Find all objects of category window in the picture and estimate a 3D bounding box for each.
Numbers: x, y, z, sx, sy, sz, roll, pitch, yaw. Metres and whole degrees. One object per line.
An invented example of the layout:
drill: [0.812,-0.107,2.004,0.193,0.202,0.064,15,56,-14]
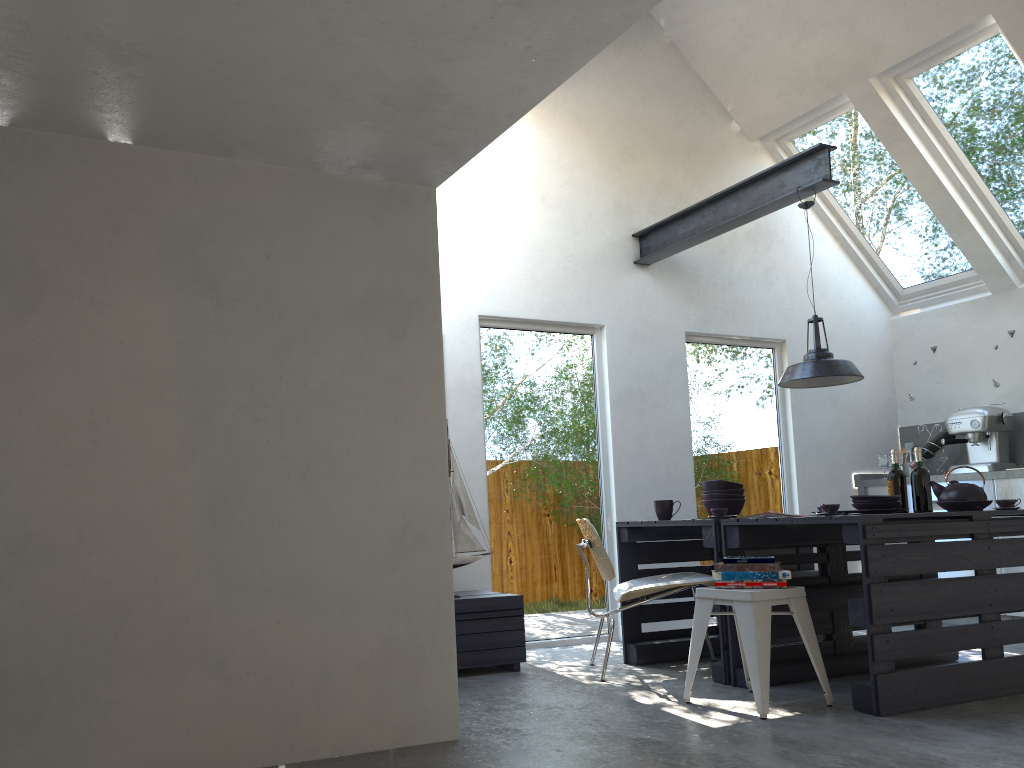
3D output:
window: [2.758,-1.320,6.570,1.417,1.386,0.878,1,-7,-26]
window: [0.218,0.652,5.752,0.940,2.113,0.062,0,-5,-25]
window: [3.260,-1.484,5.669,1.410,1.380,0.878,1,-7,-26]
window: [1.664,0.717,6.431,0.940,2.113,0.062,0,-5,-25]

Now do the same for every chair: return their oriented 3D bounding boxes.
chair: [1.035,1.126,3.749,0.414,0.501,0.446,2,-8,-32]
chair: [0.744,1.108,4.621,0.781,0.813,0.694,-2,-6,3]

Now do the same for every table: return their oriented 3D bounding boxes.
table: [-0.458,1.380,4.819,0.884,0.412,0.554,2,-8,-26]
table: [1.661,1.073,4.499,1.436,0.791,1.694,2,-9,-28]

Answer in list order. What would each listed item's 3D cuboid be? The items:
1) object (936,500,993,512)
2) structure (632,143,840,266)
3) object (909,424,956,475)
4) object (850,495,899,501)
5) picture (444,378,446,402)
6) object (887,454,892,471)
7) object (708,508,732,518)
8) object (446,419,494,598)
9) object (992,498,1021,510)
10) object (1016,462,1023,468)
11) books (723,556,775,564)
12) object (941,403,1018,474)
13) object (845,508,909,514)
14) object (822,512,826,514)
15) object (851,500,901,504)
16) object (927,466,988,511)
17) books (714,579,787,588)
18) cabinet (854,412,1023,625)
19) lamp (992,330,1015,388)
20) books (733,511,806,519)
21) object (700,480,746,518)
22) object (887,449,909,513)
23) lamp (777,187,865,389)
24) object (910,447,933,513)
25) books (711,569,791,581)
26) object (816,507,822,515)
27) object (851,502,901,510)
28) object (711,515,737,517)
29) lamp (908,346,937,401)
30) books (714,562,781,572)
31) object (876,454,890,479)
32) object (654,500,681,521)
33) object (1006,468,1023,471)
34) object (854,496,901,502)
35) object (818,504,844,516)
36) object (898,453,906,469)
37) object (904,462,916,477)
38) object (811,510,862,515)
object: [2.129,0.575,4.113,0.236,0.047,0.224,-4,-9,13]
structure: [1.062,-0.988,5.856,0.130,0.207,2.670,1,-9,-29]
object: [3.113,0.499,6.543,0.334,0.391,0.234,-2,-6,2]
object: [1.879,0.602,4.534,0.218,0.058,0.242,3,-10,-28]
picture: [-0.627,-0.038,5.322,0.450,0.579,0.027,1,-5,-25]
object: [2.918,0.642,6.754,0.104,0.190,0.093,-6,-6,33]
object: [1.070,0.668,4.516,0.109,0.056,0.124,5,-11,-40]
object: [-0.456,0.679,4.799,0.754,0.983,0.148,1,-5,-25]
object: [2.350,0.574,4.159,0.110,0.056,0.124,4,-10,-35]
object: [3.408,0.532,5.743,0.138,0.053,0.285,0,-9,-14]
books: [1.027,0.764,3.791,0.213,0.025,0.139,-5,-9,19]
object: [3.307,0.392,6.213,0.408,0.497,0.378,1,-7,-28]
object: [1.887,0.661,4.524,0.299,0.024,0.295,-2,-9,4]
object: [1.405,0.591,3.982,0.027,0.013,0.133,-1,-9,-4]
object: [1.884,0.625,4.525,0.220,0.062,0.240,2,-9,-23]
object: [2.231,0.524,4.347,0.208,0.231,0.223,1,-7,-26]
books: [1.031,0.858,3.783,0.297,0.035,0.191,-5,-9,19]
cabinet: [3.653,0.844,5.588,0.541,1.466,3.017,1,-8,-29]
lamp: [3.464,-0.181,6.154,0.320,0.432,0.063,2,-6,-37]
books: [1.241,0.624,4.179,0.323,0.030,0.212,-7,-10,30]
object: [1.167,0.639,4.826,0.204,0.212,0.204,1,-7,-26]
object: [2.083,0.527,4.733,0.093,0.342,0.089,-3,-5,11]
lamp: [1.655,-0.550,4.815,0.410,1.089,0.455,0,-6,-28]
object: [2.157,0.507,4.619,0.093,0.342,0.090,-3,-5,6]
books: [1.029,0.824,3.785,0.288,0.033,0.197,-2,-9,5]
object: [1.825,0.738,5.097,0.109,0.056,0.124,5,-11,-40]
object: [1.884,0.640,4.526,0.236,0.047,0.224,-4,-9,13]
object: [1.102,0.688,4.540,0.135,0.013,0.027,-4,-8,12]
lamp: [3.145,-0.083,6.708,0.317,0.434,0.063,1,-5,-25]
books: [1.024,0.793,3.792,0.268,0.032,0.167,-6,-10,24]
object: [2.830,0.629,6.651,0.093,0.190,0.104,1,-6,-34]
object: [0.838,0.687,4.757,0.095,0.109,0.138,3,-9,-36]
object: [3.421,0.552,5.723,0.172,0.012,0.278,4,-10,-30]
object: [1.886,0.613,4.529,0.219,0.062,0.241,2,-9,-23]
object: [1.439,0.569,3.955,0.112,0.056,0.121,1,-9,-20]
object: [2.931,0.619,6.608,0.098,0.190,0.100,-2,-5,-5]
object: [3.116,0.674,6.807,0.110,0.131,0.104,-4,-6,14]
object: [1.641,0.653,4.427,0.225,0.019,0.246,2,-10,-23]
